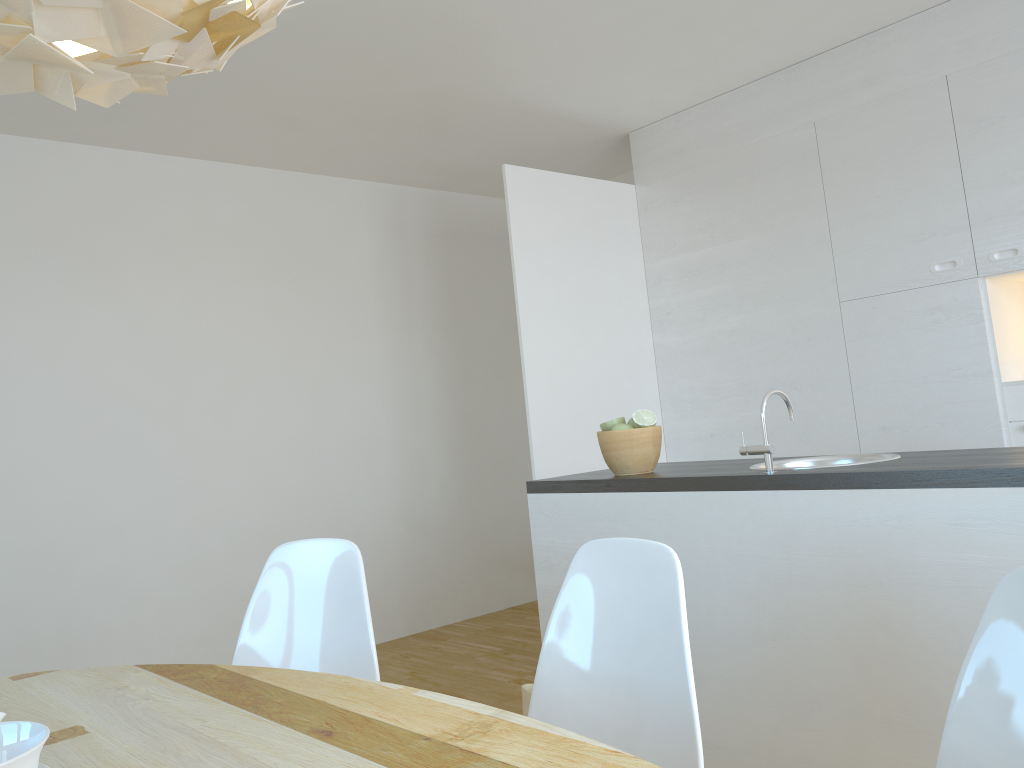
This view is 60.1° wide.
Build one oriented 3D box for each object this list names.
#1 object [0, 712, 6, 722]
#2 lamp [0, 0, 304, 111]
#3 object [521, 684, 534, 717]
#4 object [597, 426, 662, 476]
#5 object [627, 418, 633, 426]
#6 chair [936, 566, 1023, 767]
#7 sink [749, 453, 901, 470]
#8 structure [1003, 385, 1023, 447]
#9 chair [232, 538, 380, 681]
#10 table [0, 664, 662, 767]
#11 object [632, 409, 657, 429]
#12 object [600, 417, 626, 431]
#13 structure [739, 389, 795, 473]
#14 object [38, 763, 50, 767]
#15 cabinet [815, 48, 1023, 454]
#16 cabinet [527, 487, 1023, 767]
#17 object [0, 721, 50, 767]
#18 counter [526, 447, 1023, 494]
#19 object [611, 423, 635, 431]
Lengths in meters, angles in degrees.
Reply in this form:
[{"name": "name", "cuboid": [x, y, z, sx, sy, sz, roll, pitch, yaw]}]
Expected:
[{"name": "object", "cuboid": [-0.683, 0.420, 1.047, 0.177, 0.213, 0.146, -1, -7, -42]}, {"name": "lamp", "cuboid": [-0.579, -0.907, 1.120, 0.647, 1.142, 0.635, -1, -7, -42]}, {"name": "object", "cuboid": [-0.005, 1.004, 2.193, 0.469, 0.504, 1.187, -8, -4, 26]}, {"name": "object", "cuboid": [0.378, 0.213, 2.804, 0.205, 0.143, 0.204, -6, -4, 10]}, {"name": "object", "cuboid": [0.414, 0.147, 2.833, 0.086, 0.099, 0.101, -4, -5, -20]}, {"name": "chair", "cuboid": [0.496, 0.684, 0.904, 0.524, 0.907, 0.426, -3, -6, -21]}, {"name": "sink", "cuboid": [0.883, 0.293, 2.483, 0.404, 0.158, 0.402, -6, -3, 0]}, {"name": "structure", "cuboid": [2.158, 0.282, 3.274, 0.049, 0.600, 0.557, 0, -7, -41]}, {"name": "chair", "cuboid": [-0.540, 0.837, 1.958, 0.429, 0.907, 0.521, -7, -6, 18]}, {"name": "table", "cuboid": [-0.458, 0.864, 0.892, 1.194, 0.730, 2.177, -2, -5, -43]}, {"name": "object", "cuboid": [0.412, 0.114, 2.762, 0.077, 0.072, 0.073, -4, -5, -17]}, {"name": "object", "cuboid": [0.326, 0.142, 2.853, 0.086, 0.066, 0.083, -3, -5, -29]}, {"name": "structure", "cuboid": [0.691, 0.124, 2.386, 0.162, 0.216, 0.096, -1, -7, -41]}, {"name": "object", "cuboid": [-0.506, 0.408, 0.815, 0.151, 0.096, 0.151, -4, -4, -25]}, {"name": "cabinet", "cuboid": [2.741, -0.243, 2.952, 0.481, 2.316, 3.181, 0, -7, -41]}, {"name": "cabinet", "cuboid": [1.104, 0.683, 2.180, 0.601, 0.916, 2.386, -1, -6, -41]}, {"name": "object", "cuboid": [-0.510, 0.381, 0.815, 0.152, 0.087, 0.151, -5, -4, -13]}, {"name": "counter", "cuboid": [1.058, 0.210, 2.233, 0.601, 0.040, 2.386, -3, -4, -42]}, {"name": "object", "cuboid": [0.355, 0.165, 2.778, 0.097, 0.086, 0.081, -7, -5, 13]}]
